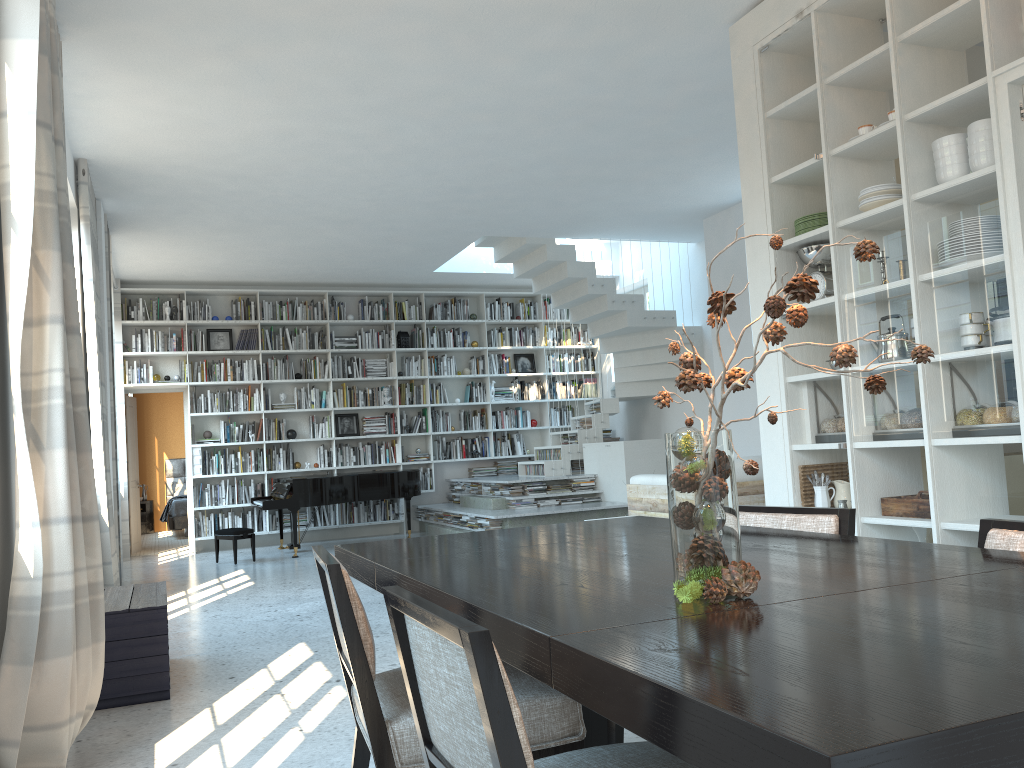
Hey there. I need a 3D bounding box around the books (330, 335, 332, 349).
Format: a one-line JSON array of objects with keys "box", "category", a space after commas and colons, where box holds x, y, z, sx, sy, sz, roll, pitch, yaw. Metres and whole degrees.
[{"box": [-2.324, -0.517, 11.290, 0.027, 0.201, 0.167, -2, -4, -22], "category": "books"}]

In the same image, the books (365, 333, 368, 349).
[{"box": [-1.895, -0.537, 11.467, 0.027, 0.216, 0.190, -2, -4, -22], "category": "books"}]

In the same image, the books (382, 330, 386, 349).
[{"box": [-1.680, -0.566, 11.566, 0.029, 0.261, 0.133, -2, -4, -22], "category": "books"}]

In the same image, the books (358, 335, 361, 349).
[{"box": [-1.979, -0.520, 11.430, 0.025, 0.187, 0.193, -2, -4, -22], "category": "books"}]

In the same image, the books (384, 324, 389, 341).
[{"box": [-1.634, -0.604, 11.582, 0.012, 0.334, 0.156, -2, -4, -22], "category": "books"}]

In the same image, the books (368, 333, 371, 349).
[{"box": [-1.859, -0.539, 11.485, 0.028, 0.219, 0.183, -2, -4, -22], "category": "books"}]

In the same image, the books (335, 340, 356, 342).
[{"box": [-2.145, -0.542, 11.375, 0.254, 0.025, 0.161, -1, -5, -26], "category": "books"}]

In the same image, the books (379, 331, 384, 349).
[{"box": [-1.702, -0.560, 11.540, 0.032, 0.248, 0.173, -2, -4, -22], "category": "books"}]

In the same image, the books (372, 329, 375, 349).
[{"box": [-1.810, -0.566, 11.506, 0.023, 0.269, 0.185, -2, -4, -22], "category": "books"}]

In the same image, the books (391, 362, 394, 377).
[{"box": [-1.577, -0.175, 11.579, 0.030, 0.205, 0.158, -2, -4, -22], "category": "books"}]

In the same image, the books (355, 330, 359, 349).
[{"box": [-2.000, -0.553, 11.429, 0.012, 0.254, 0.161, -2, -4, -22], "category": "books"}]

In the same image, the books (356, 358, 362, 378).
[{"box": [-1.971, -0.196, 11.401, 0.021, 0.269, 0.192, -2, -4, -22], "category": "books"}]

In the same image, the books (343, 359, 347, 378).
[{"box": [-2.143, -0.180, 11.343, 0.014, 0.250, 0.173, -2, -4, -22], "category": "books"}]

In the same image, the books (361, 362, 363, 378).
[{"box": [-1.954, -0.169, 11.423, 0.024, 0.216, 0.132, -2, -4, -22], "category": "books"}]

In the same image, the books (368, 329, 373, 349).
[{"box": [-1.841, -0.566, 11.515, 0.029, 0.273, 0.140, -2, -4, -22], "category": "books"}]

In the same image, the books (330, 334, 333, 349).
[{"box": [-2.310, -0.525, 11.310, 0.013, 0.218, 0.141, -2, -4, -22], "category": "books"}]

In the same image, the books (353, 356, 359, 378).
[{"box": [-2.010, -0.205, 11.402, 0.049, 0.291, 0.162, -2, -4, -22], "category": "books"}]

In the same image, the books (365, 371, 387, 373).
[{"box": [-1.776, -0.146, 11.490, 0.285, 0.012, 0.159, -2, -5, -25], "category": "books"}]

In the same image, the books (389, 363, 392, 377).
[{"box": [-1.602, -0.171, 11.563, 0.029, 0.198, 0.172, -2, -4, -22], "category": "books"}]

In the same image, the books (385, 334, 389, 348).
[{"box": [-1.646, -0.539, 11.562, 0.029, 0.202, 0.191, -2, -4, -22], "category": "books"}]

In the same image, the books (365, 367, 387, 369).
[{"box": [-1.780, -0.206, 11.494, 0.285, 0.012, 0.159, -2, -4, -19], "category": "books"}]

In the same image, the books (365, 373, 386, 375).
[{"box": [-1.777, -0.121, 11.495, 0.254, 0.012, 0.161, -2, -5, -22], "category": "books"}]

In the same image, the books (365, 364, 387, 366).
[{"box": [-1.784, -0.242, 11.501, 0.285, 0.012, 0.159, -2, -5, -23], "category": "books"}]

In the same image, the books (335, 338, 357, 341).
[{"box": [-2.148, -0.566, 11.381, 0.285, 0.024, 0.159, -2, -4, -20], "category": "books"}]

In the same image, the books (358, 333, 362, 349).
[{"box": [-1.968, -0.536, 11.467, 0.024, 0.223, 0.128, -2, -4, -22], "category": "books"}]

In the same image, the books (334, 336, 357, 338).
[{"box": [-2.151, -0.590, 11.387, 0.285, 0.024, 0.159, -2, -4, -22], "category": "books"}]

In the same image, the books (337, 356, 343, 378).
[{"box": [-2.201, -0.200, 11.331, 0.029, 0.295, 0.151, -2, -4, -22], "category": "books"}]

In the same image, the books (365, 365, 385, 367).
[{"box": [-1.782, -0.230, 11.497, 0.254, 0.012, 0.161, -2, -4, -20], "category": "books"}]

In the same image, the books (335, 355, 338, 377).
[{"box": [-2.247, -0.207, 11.322, 0.014, 0.312, 0.133, -2, -4, -22], "category": "books"}]

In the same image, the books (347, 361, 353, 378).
[{"box": [-2.093, -0.175, 11.357, 0.066, 0.236, 0.154, -2, -4, -22], "category": "books"}]

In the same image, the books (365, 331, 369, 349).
[{"box": [-1.882, -0.551, 11.487, 0.012, 0.244, 0.131, -2, -4, -22], "category": "books"}]

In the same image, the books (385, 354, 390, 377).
[{"box": [-1.626, -0.230, 11.561, 0.012, 0.318, 0.140, -2, -4, -22], "category": "books"}]

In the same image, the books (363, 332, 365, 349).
[{"box": [-1.928, -0.547, 11.457, 0.021, 0.237, 0.171, -2, -4, -22], "category": "books"}]

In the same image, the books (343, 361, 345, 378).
[{"box": [-2.157, -0.171, 11.341, 0.014, 0.233, 0.147, -2, -4, -22], "category": "books"}]

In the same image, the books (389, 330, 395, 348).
[{"box": [-1.575, -0.562, 11.532, 0.037, 0.237, 0.272, -2, -4, -22], "category": "books"}]

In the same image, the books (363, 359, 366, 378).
[{"box": [-1.917, -0.187, 11.417, 0.013, 0.246, 0.176, -2, -4, -22], "category": "books"}]

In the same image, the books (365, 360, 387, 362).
[{"box": [-1.784, -0.293, 11.495, 0.285, 0.012, 0.159, -1, -5, -27], "category": "books"}]

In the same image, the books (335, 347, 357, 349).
[{"box": [-2.141, -0.451, 11.371, 0.285, 0.012, 0.159, -2, -4, -19], "category": "books"}]

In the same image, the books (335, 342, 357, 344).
[{"box": [-2.142, -0.518, 11.371, 0.285, 0.024, 0.159, -2, -4, -17], "category": "books"}]

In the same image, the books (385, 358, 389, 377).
[{"box": [-1.629, -0.199, 11.540, 0.012, 0.254, 0.161, -2, -4, -22], "category": "books"}]

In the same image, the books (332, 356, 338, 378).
[{"box": [-2.258, -0.200, 11.297, 0.026, 0.297, 0.179, -2, -4, -22], "category": "books"}]

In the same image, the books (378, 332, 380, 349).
[{"box": [-1.750, -0.549, 11.525, 0.012, 0.230, 0.158, -2, -4, -22], "category": "books"}]

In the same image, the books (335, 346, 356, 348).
[{"box": [-2.140, -0.464, 11.368, 0.254, 0.012, 0.161, -2, -4, -17], "category": "books"}]

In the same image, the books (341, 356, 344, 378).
[{"box": [-2.179, -0.204, 11.331, 0.011, 0.300, 0.179, -2, -4, -22], "category": "books"}]

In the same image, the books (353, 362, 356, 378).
[{"box": [-2.032, -0.167, 11.387, 0.024, 0.216, 0.148, -2, -4, -22], "category": "books"}]

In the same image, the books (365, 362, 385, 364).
[{"box": [-1.785, -0.268, 11.500, 0.254, 0.012, 0.161, -2, -4, -20], "category": "books"}]

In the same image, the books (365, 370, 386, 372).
[{"box": [-1.778, -0.158, 11.493, 0.254, 0.012, 0.161, -2, -4, -20], "category": "books"}]

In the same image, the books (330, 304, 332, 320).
[{"box": [-2.332, -0.894, 11.339, 0.023, 0.227, 0.157, -2, -4, -22], "category": "books"}]

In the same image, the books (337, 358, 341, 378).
[{"box": [-2.218, -0.186, 11.304, 0.025, 0.265, 0.185, -2, -4, -22], "category": "books"}]

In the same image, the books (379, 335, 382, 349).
[{"box": [-1.728, -0.529, 11.527, 0.029, 0.188, 0.176, -2, -4, -22], "category": "books"}]

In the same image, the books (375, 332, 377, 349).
[{"box": [-1.784, -0.545, 11.505, 0.023, 0.222, 0.191, -2, -4, -22], "category": "books"}]

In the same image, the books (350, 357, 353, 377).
[{"box": [-2.058, -0.200, 11.387, 0.022, 0.285, 0.131, -2, -4, -22], "category": "books"}]

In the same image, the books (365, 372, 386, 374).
[{"box": [-1.777, -0.133, 11.494, 0.254, 0.012, 0.161, -2, -5, -23], "category": "books"}]

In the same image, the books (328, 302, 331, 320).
[{"box": [-2.348, -0.908, 11.314, 0.026, 0.253, 0.185, -2, -4, -22], "category": "books"}]

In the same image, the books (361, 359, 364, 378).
[{"box": [-1.934, -0.184, 11.423, 0.015, 0.244, 0.183, -2, -4, -22], "category": "books"}]

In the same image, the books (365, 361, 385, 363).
[{"box": [-1.787, -0.280, 11.504, 0.254, 0.012, 0.161, -2, -5, -22], "category": "books"}]

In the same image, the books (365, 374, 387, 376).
[{"box": [-1.775, -0.109, 11.493, 0.285, 0.012, 0.159, -2, -4, -21], "category": "books"}]

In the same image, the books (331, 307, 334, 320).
[{"box": [-2.303, -0.880, 11.336, 0.026, 0.194, 0.166, -2, -4, -22], "category": "books"}]

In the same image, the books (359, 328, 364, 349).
[{"box": [-1.939, -0.571, 11.438, 0.011, 0.284, 0.190, -2, -4, -22], "category": "books"}]
